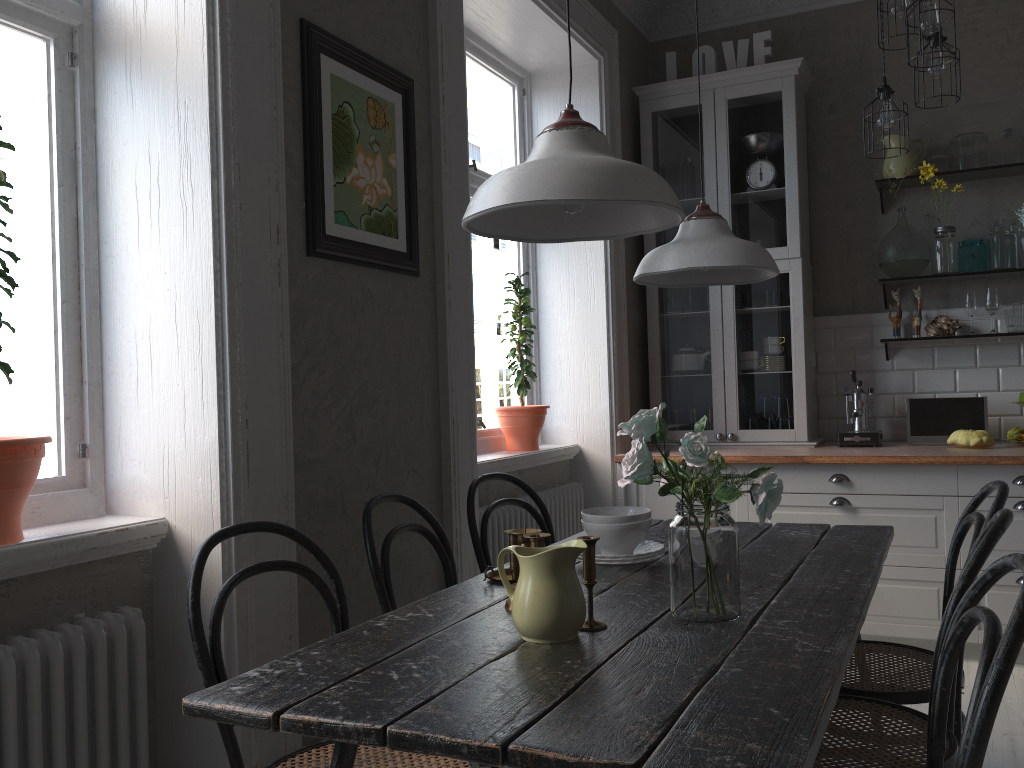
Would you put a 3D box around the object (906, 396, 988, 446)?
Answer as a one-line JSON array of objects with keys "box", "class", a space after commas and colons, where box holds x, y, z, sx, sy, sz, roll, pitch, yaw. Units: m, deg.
[{"box": [2.062, 0.177, 4.203, 0.346, 0.226, 0.089, -2, 0, 25], "class": "object"}]

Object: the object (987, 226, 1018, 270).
[{"box": [2.319, -0.637, 4.189, 0.127, 0.206, 0.122, -1, -1, -42], "class": "object"}]

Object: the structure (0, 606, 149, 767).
[{"box": [-1.094, 0.704, 1.441, 0.146, 0.428, 1.242, -2, -1, 24], "class": "structure"}]

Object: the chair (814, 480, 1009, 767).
[{"box": [0.970, 0.706, 2.251, 0.541, 0.920, 0.444, -2, 0, 23], "class": "chair"}]

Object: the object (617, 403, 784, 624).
[{"box": [0.361, 0.240, 1.693, 0.307, 0.414, 0.255, -2, 0, 24], "class": "object"}]

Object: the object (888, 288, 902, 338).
[{"box": [1.929, -0.352, 4.452, 0.053, 0.264, 0.061, -2, 0, -3], "class": "object"}]

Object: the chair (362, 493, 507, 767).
[{"box": [-0.079, 0.739, 2.234, 0.541, 0.920, 0.444, -2, 0, 23], "class": "chair"}]

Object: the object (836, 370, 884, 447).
[{"box": [1.674, 0.118, 4.284, 0.202, 0.370, 0.359, -2, -1, 26], "class": "object"}]

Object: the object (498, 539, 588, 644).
[{"box": [0.059, 0.371, 1.605, 0.151, 0.170, 0.134, -2, 0, -13], "class": "object"}]

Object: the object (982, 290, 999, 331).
[{"box": [2.313, -0.346, 4.270, 0.081, 0.217, 0.082, -2, 0, 11], "class": "object"}]

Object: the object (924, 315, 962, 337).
[{"box": [2.099, -0.284, 4.329, 0.176, 0.111, 0.096, -2, 0, 2], "class": "object"}]

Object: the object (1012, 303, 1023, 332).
[{"box": [2.397, -0.310, 4.168, 0.079, 0.139, 0.078, -2, 0, -2], "class": "object"}]

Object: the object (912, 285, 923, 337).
[{"box": [2.016, -0.356, 4.394, 0.062, 0.264, 0.052, -2, 0, -28], "class": "object"}]

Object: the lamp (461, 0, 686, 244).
[{"box": [0.075, -1.196, 1.517, 0.386, 1.858, 0.372, -2, 0, -27], "class": "lamp"}]

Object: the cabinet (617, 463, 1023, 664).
[{"box": [2.023, 0.706, 2.781, 2.013, 0.854, 4.141, -2, -1, -18], "class": "cabinet"}]

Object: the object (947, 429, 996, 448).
[{"box": [2.060, 0.246, 3.977, 0.193, 0.083, 0.192, -2, -1, 26], "class": "object"}]

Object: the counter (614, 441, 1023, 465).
[{"box": [1.540, 0.310, 2.836, 3.110, 0.039, 3.446, -2, -1, 26], "class": "counter"}]

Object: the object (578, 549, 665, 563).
[{"box": [0.268, 0.433, 2.245, 0.239, 0.027, 0.236, -2, -1, -7], "class": "object"}]

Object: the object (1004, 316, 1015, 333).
[{"box": [2.405, -0.282, 4.249, 0.076, 0.083, 0.079, -2, -1, 43], "class": "object"}]

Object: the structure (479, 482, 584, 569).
[{"box": [0.047, 0.688, 3.751, 0.146, 0.428, 1.242, -2, -1, 24], "class": "structure"}]

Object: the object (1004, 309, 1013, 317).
[{"box": [2.404, -0.315, 4.249, 0.076, 0.083, 0.079, -2, -1, 43], "class": "object"}]

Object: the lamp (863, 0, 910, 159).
[{"box": [1.341, -1.706, 3.239, 0.147, 1.735, 0.146, -2, 0, -8], "class": "lamp"}]

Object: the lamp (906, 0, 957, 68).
[{"box": [1.337, -1.919, 2.884, 0.148, 1.735, 0.145, -2, 0, -18], "class": "lamp"}]

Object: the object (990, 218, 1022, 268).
[{"box": [2.407, -0.667, 4.317, 0.129, 0.264, 0.134, -2, -1, 31], "class": "object"}]

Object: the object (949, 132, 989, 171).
[{"box": [2.211, -1.105, 4.282, 0.175, 0.184, 0.169, -2, -1, -25], "class": "object"}]

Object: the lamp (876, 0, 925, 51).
[{"box": [1.319, -2.047, 3.070, 0.145, 1.735, 0.148, -2, 0, 12], "class": "lamp"}]

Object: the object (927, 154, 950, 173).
[{"box": [2.099, -1.065, 4.359, 0.101, 0.111, 0.105, -2, -1, 25], "class": "object"}]

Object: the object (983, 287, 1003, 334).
[{"box": [2.275, -0.345, 4.187, 0.081, 0.217, 0.082, -2, 0, 11], "class": "object"}]

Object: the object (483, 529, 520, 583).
[{"box": [0.007, 0.407, 2.111, 0.139, 0.112, 0.140, -2, 0, 8], "class": "object"}]

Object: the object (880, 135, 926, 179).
[{"box": [1.928, -1.113, 4.373, 0.187, 0.216, 0.177, -2, -1, 39], "class": "object"}]

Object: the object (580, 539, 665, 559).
[{"box": [0.268, 0.425, 2.245, 0.242, 0.027, 0.232, -1, -1, -42], "class": "object"}]

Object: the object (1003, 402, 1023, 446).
[{"box": [2.414, 0.066, 3.999, 0.349, 0.425, 0.354, -2, 0, 11], "class": "object"}]

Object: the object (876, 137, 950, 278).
[{"box": [1.915, -0.860, 4.363, 0.336, 0.674, 0.336, -2, 0, -6], "class": "object"}]

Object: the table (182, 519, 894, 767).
[{"box": [0.346, 0.817, 2.015, 0.890, 0.735, 1.951, -2, -1, 26], "class": "table"}]

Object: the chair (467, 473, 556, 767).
[{"box": [0.156, 0.736, 2.670, 0.538, 0.920, 0.447, -2, -1, 38], "class": "chair"}]

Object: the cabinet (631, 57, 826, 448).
[{"box": [1.138, -0.613, 4.647, 0.865, 1.921, 0.394, -2, 0, 25], "class": "cabinet"}]

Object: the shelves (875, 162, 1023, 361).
[{"box": [2.442, -0.567, 4.200, 1.295, 0.923, 0.232, -2, 0, 25], "class": "shelves"}]

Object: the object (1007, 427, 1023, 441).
[{"box": [2.328, 0.231, 4.062, 0.155, 0.072, 0.075, -1, -1, -35], "class": "object"}]

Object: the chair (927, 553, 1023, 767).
[{"box": [0.498, 0.713, 1.328, 0.541, 0.920, 0.444, -2, 0, 23], "class": "chair"}]

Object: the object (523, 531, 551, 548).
[{"box": [0.051, 0.372, 1.741, 0.063, 0.172, 0.060, -1, -1, -43], "class": "object"}]

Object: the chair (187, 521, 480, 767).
[{"box": [-0.326, 0.743, 1.726, 0.538, 0.920, 0.446, -2, -1, 33], "class": "chair"}]

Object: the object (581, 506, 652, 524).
[{"box": [0.265, 0.369, 2.245, 0.177, 0.094, 0.181, -2, -1, 16], "class": "object"}]

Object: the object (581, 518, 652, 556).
[{"box": [0.266, 0.389, 2.245, 0.177, 0.094, 0.181, -2, -1, 16], "class": "object"}]

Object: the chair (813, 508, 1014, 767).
[{"box": [0.735, 0.710, 1.817, 0.538, 0.920, 0.446, -2, -1, 33], "class": "chair"}]

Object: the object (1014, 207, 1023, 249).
[{"box": [2.524, -0.719, 4.195, 0.239, 0.354, 0.239, -2, -1, 43], "class": "object"}]

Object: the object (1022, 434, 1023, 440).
[{"box": [2.347, 0.234, 4.012, 0.090, 0.057, 0.084, -1, -1, -33], "class": "object"}]

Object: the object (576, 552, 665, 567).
[{"box": [0.268, 0.442, 2.245, 0.232, 0.027, 0.242, -2, -1, 43], "class": "object"}]

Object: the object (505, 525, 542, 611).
[{"box": [0.030, 0.374, 1.832, 0.095, 0.172, 0.096, -2, 0, 7], "class": "object"}]

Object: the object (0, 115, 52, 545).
[{"box": [-1.076, -0.178, 1.759, 0.274, 0.991, 0.265, -2, 0, -25], "class": "object"}]

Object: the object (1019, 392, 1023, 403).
[{"box": [2.360, 0.071, 4.030, 0.095, 0.078, 0.102, -2, 0, 13], "class": "object"}]

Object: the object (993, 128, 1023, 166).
[{"box": [2.412, -1.129, 4.295, 0.141, 0.220, 0.138, -2, 0, -15], "class": "object"}]

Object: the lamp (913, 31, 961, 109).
[{"box": [1.491, -1.870, 3.165, 0.145, 1.735, 0.148, -2, 0, 12], "class": "lamp"}]

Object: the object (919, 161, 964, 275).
[{"box": [2.053, -0.797, 4.250, 0.189, 0.540, 0.284, -2, 0, 18], "class": "object"}]

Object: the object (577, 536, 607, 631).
[{"box": [0.146, 0.371, 1.658, 0.058, 0.167, 0.060, -2, -1, 39], "class": "object"}]

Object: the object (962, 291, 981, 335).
[{"box": [2.237, -0.343, 4.310, 0.081, 0.217, 0.082, -2, 0, 11], "class": "object"}]

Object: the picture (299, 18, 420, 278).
[{"box": [-0.416, -0.640, 2.527, 0.019, 0.619, 0.530, -2, -1, 26], "class": "picture"}]

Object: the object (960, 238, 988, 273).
[{"box": [2.250, -0.617, 4.322, 0.124, 0.172, 0.128, -2, -1, 29], "class": "object"}]

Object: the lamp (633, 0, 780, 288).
[{"box": [0.479, -1.201, 2.331, 0.372, 1.858, 0.387, -2, -1, 33], "class": "lamp"}]

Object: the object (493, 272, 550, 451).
[{"box": [0.036, -0.105, 4.027, 0.265, 0.813, 0.254, -1, -1, -37], "class": "object"}]
